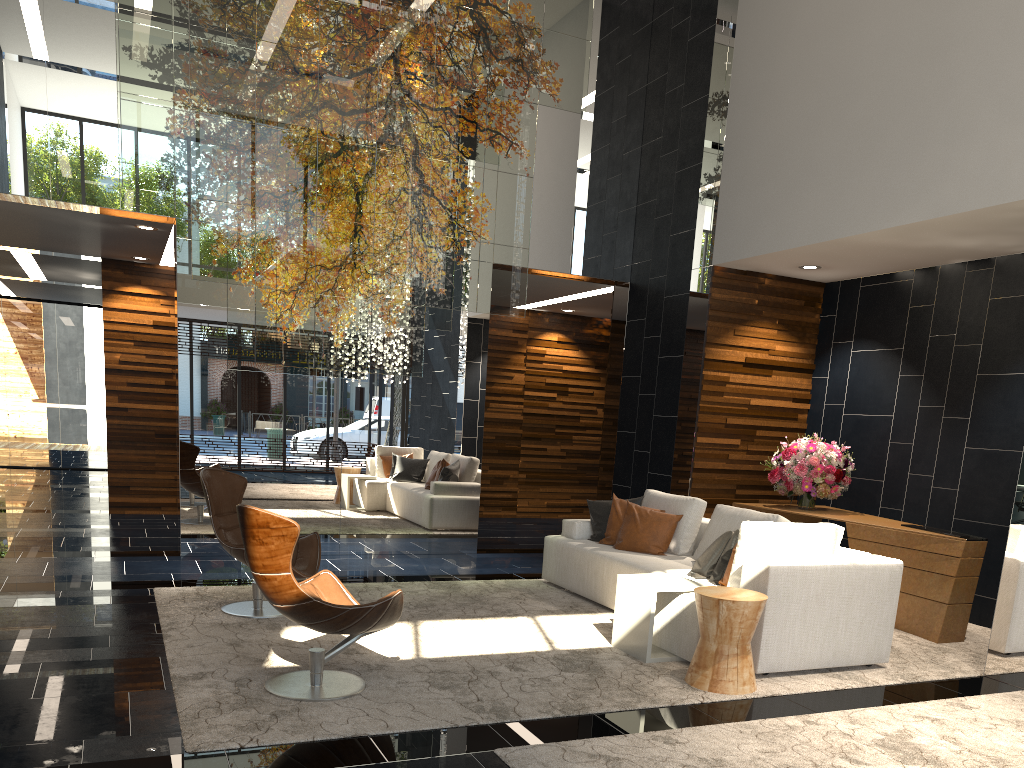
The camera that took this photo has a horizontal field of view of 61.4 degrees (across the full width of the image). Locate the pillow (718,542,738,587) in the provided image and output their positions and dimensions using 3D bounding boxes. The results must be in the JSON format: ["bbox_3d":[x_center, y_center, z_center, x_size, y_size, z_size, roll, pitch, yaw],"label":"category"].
[{"bbox_3d":[1.513,1.099,5.381,0.520,0.425,0.260,2,7,-28],"label":"pillow"}]

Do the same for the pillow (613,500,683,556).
[{"bbox_3d":[1.030,1.117,6.643,0.512,0.425,0.264,6,7,36],"label":"pillow"}]

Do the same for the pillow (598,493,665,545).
[{"bbox_3d":[0.950,1.095,6.843,0.542,0.443,0.238,5,8,30],"label":"pillow"}]

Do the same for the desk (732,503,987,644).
[{"bbox_3d":[2.884,1.487,7.126,0.992,0.767,2.192,2,0,-25],"label":"desk"}]

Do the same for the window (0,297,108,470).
[{"bbox_3d":[-8.898,-0.036,14.358,3.964,2.925,0.057,3,10,-24],"label":"window"}]

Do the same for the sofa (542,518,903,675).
[{"bbox_3d":[1.190,1.369,6.249,1.293,0.699,2.785,3,-1,-25],"label":"sofa"}]

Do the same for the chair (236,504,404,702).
[{"bbox_3d":[-0.908,1.037,4.183,0.665,0.957,0.778,8,7,33],"label":"chair"}]

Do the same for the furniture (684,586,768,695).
[{"bbox_3d":[1.170,1.398,4.726,0.391,0.536,0.382,5,7,10],"label":"furniture"}]

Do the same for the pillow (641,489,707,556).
[{"bbox_3d":[1.232,1.092,6.850,0.247,0.463,0.702,0,3,-25],"label":"pillow"}]

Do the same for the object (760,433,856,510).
[{"bbox_3d":[2.618,0.764,7.555,0.690,0.696,0.643,1,6,-33],"label":"object"}]

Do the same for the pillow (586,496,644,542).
[{"bbox_3d":[0.840,1.097,7.027,0.549,0.428,0.249,5,7,23],"label":"pillow"}]

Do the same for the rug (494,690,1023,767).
[{"bbox_3d":[1.951,1.660,3.307,3.424,0.006,2.283,5,-2,-24],"label":"rug"}]

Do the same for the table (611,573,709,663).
[{"bbox_3d":[0.905,1.430,5.303,0.400,0.479,0.388,1,6,-24],"label":"table"}]

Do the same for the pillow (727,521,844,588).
[{"bbox_3d":[1.658,1.060,5.228,0.713,0.473,0.211,3,8,-23],"label":"pillow"}]

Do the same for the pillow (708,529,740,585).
[{"bbox_3d":[1.470,1.118,5.578,0.251,0.426,0.549,9,5,34],"label":"pillow"}]

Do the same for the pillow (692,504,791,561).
[{"bbox_3d":[1.597,1.092,6.051,0.290,0.447,0.701,0,3,-24],"label":"pillow"}]

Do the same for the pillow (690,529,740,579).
[{"bbox_3d":[1.387,1.120,5.736,0.296,0.374,0.498,6,4,25],"label":"pillow"}]

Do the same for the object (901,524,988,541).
[{"bbox_3d":[3.196,1.096,6.360,0.241,0.027,0.695,4,-2,-14],"label":"object"}]

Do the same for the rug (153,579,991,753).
[{"bbox_3d":[0.740,1.687,6.057,5.914,0.006,3.140,5,-2,-24],"label":"rug"}]

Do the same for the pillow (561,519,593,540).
[{"bbox_3d":[0.728,1.224,7.299,0.624,0.156,0.234,4,1,-29],"label":"pillow"}]

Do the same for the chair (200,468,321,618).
[{"bbox_3d":[-1.672,1.044,5.655,0.788,0.958,0.655,4,7,3],"label":"chair"}]
